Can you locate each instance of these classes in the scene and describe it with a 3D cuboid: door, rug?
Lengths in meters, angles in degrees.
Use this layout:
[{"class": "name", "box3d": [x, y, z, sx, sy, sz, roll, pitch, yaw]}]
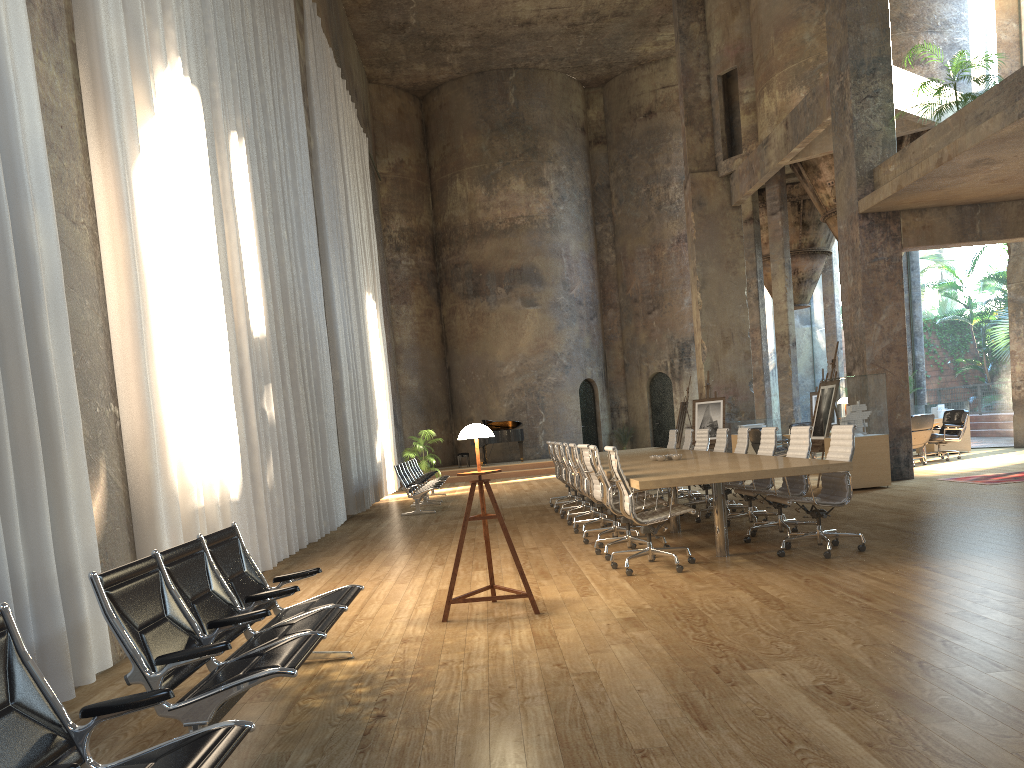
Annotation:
[{"class": "door", "box3d": [2.288, 0.990, 26.834, 0.894, 2.314, 0.091, -8, 6, -43]}, {"class": "rug", "box3d": [7.233, 1.204, 11.811, 2.461, 0.009, 1.341, -5, -3, -1]}, {"class": "door", "box3d": [4.658, 0.948, 26.894, 0.905, 2.651, 0.110, -2, 5, 40]}]

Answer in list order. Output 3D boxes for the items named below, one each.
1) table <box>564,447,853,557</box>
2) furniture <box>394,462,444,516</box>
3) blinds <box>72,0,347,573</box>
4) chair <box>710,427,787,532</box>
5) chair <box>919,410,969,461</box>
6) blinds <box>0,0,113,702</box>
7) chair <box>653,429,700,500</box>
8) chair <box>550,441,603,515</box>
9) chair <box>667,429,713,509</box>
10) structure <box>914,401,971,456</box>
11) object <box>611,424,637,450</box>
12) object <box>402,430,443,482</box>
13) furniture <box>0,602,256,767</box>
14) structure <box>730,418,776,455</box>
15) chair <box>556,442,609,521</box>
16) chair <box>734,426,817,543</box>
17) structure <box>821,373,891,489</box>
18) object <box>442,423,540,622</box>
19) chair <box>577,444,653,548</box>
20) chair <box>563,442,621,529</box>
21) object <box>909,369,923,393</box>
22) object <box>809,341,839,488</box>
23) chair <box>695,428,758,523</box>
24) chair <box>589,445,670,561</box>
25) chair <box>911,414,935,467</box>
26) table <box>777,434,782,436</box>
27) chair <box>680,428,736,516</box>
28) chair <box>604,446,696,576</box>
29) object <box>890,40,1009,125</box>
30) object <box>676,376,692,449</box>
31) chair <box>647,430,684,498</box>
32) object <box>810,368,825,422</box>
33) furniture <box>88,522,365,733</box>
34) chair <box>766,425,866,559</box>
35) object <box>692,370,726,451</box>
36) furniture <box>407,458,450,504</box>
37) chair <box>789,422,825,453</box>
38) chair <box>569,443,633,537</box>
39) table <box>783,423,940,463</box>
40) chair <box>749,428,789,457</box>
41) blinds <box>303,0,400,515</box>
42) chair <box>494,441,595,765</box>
[{"class": "table", "box3d": [1.647, 1.251, 10.374, 1.600, 0.762, 7.688, -5, -3, -2]}, {"class": "furniture", "box3d": [-1.572, 1.770, 15.299, 0.708, 0.846, 1.865, -5, -2, -2]}, {"class": "blinds", "box3d": [-2.814, -2.432, 9.473, 0.275, 8.705, 7.788, -5, 1, -1]}, {"class": "chair", "box3d": [2.412, 0.977, 9.026, 0.699, 1.033, 0.661, -5, 2, 4]}, {"class": "chair", "box3d": [7.802, 0.943, 16.012, 0.819, 0.899, 0.727, -5, 2, -7]}, {"class": "blinds", "box3d": [-2.545, -2.930, 0.828, 0.275, 8.705, 7.792, -5, 1, -3]}, {"class": "chair", "box3d": [2.298, 1.182, 12.584, 0.700, 1.033, 0.660, -5, 2, 7]}, {"class": "chair", "box3d": [0.906, 1.302, 12.480, 0.699, 1.033, 0.661, -5, 2, 2]}, {"class": "chair", "box3d": [2.333, 1.132, 11.730, 0.698, 1.033, 0.661, -5, 2, -2]}, {"class": "structure", "box3d": [8.639, 0.896, 17.658, 0.735, 1.022, 0.739, -5, 2, -2]}, {"class": "object", "box3d": [3.521, 1.739, 27.342, 0.914, 0.998, 0.901, -5, 1, 10]}, {"class": "object", "box3d": [-2.139, 1.838, 21.164, 1.089, 1.467, 1.125, -5, 2, -11]}, {"class": "furniture", "box3d": [-1.094, 0.982, 1.728, 0.708, 0.846, 1.865, -5, -2, -2]}, {"class": "structure", "box3d": [5.196, 1.272, 18.884, 0.743, 1.022, 0.731, -5, 2, -2]}, {"class": "chair", "box3d": [0.936, 1.249, 11.565, 0.699, 1.033, 0.661, -5, 2, 4]}, {"class": "chair", "box3d": [2.442, 0.924, 8.111, 0.699, 1.033, 0.661, -5, 2, 2]}, {"class": "structure", "box3d": [4.764, 0.677, 12.200, 0.594, 1.559, 0.738, -5, 3, -2]}, {"class": "object", "box3d": [-0.111, 0.903, 5.880, 0.572, 1.307, 0.651, -3, 4, 31]}, {"class": "chair", "box3d": [1.032, 1.092, 8.861, 0.698, 1.033, 0.661, -5, 2, -2]}, {"class": "chair", "box3d": [0.967, 1.197, 10.668, 0.700, 1.033, 0.660, -5, 2, 7]}, {"class": "object", "box3d": [8.227, 0.055, 18.662, 0.859, 0.947, 0.684, -5, 2, 1]}, {"class": "object", "box3d": [4.691, 0.458, 13.067, 0.684, 2.163, 0.696, -5, 4, -3]}, {"class": "chair", "box3d": [2.381, 1.029, 9.922, 0.700, 1.033, 0.660, -5, 2, 7]}, {"class": "chair", "box3d": [1.059, 1.043, 8.007, 0.700, 1.033, 0.660, -5, 2, 7]}, {"class": "chair", "box3d": [6.848, 0.990, 15.304, 0.725, 0.899, 0.822, -6, 1, -28]}, {"class": "table", "box3d": [5.964, 1.619, 22.189, 1.870, 0.550, 0.937, -5, -1, -2]}, {"class": "chair", "box3d": [2.356, 1.079, 10.800, 0.699, 1.033, 0.661, -5, 2, 4]}, {"class": "chair", "box3d": [1.115, 0.990, 7.146, 0.699, 1.033, 0.661, -5, 2, 4]}, {"class": "object", "box3d": [5.974, -3.648, 11.852, 1.403, 1.822, 1.347, -5, 2, 4]}, {"class": "object", "box3d": [3.909, 0.909, 19.999, 0.687, 2.163, 0.693, -3, 4, 24]}, {"class": "chair", "box3d": [2.236, 1.235, 13.444, 0.699, 1.033, 0.661, -5, 2, 4]}, {"class": "object", "box3d": [7.929, 0.672, 22.264, 0.704, 2.163, 0.676, -3, 4, 27]}, {"class": "furniture", "box3d": [-1.168, 1.120, 4.109, 0.708, 0.846, 1.865, -5, -2, -2]}, {"class": "chair", "box3d": [2.469, 0.870, 7.165, 0.699, 1.033, 0.660, -5, 2, 4]}, {"class": "object", "box3d": [4.073, 0.791, 18.118, 0.704, 2.163, 0.676, -3, 4, 30]}, {"class": "furniture", "box3d": [-1.646, 1.908, 17.680, 0.708, 0.846, 1.865, -5, -2, -2]}, {"class": "chair", "box3d": [5.694, 1.171, 16.725, 0.730, 0.899, 0.816, -5, 1, 5]}, {"class": "chair", "box3d": [0.992, 1.147, 9.790, 0.699, 1.033, 0.661, -5, 2, 4]}, {"class": "table", "box3d": [6.328, 1.169, 15.987, 2.409, 0.705, 1.100, -5, -1, -1]}, {"class": "chair", "box3d": [4.771, 1.212, 15.954, 0.820, 0.899, 0.727, -5, 2, -5]}, {"class": "blinds", "box3d": [-3.083, -1.934, 18.091, 0.275, 8.705, 7.788, -5, 1, -1]}, {"class": "chair", "box3d": [3.707, 1.109, 13.433, 12.945, 1.038, 31.395, -5, -3, -2]}]
